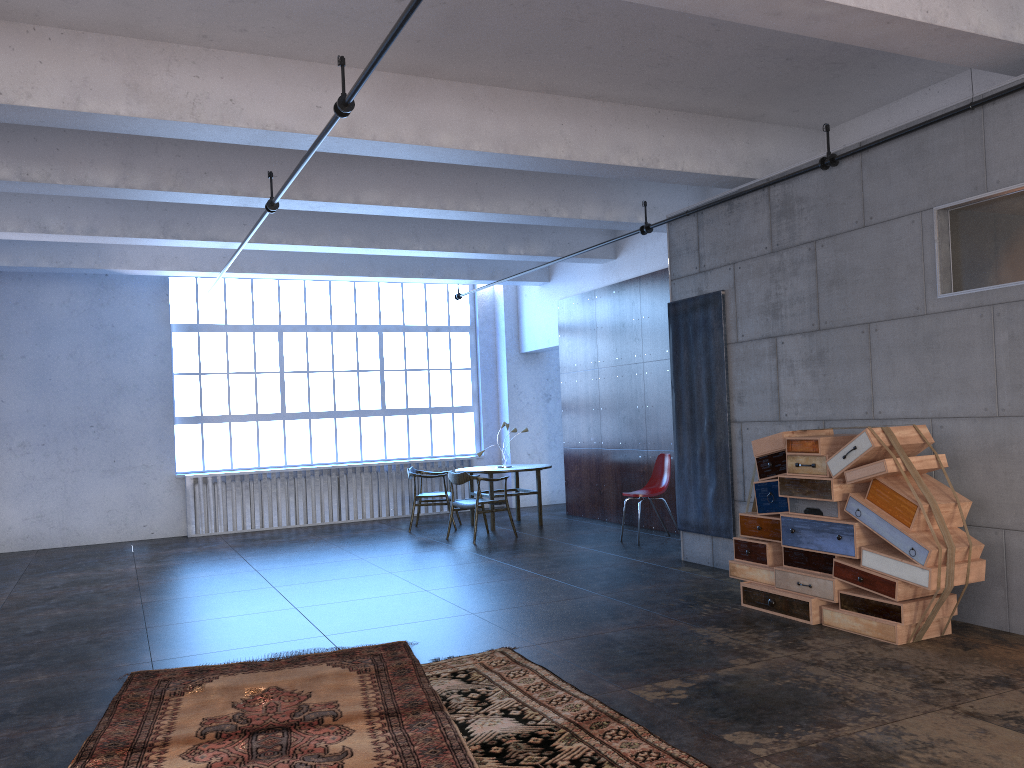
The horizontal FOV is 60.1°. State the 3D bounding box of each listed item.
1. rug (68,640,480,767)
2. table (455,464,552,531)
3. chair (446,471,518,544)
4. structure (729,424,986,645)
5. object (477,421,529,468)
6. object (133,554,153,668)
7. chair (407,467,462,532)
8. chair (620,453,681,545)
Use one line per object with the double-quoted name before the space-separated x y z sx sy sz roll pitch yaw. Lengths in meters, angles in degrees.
"rug" -1.125 1.648 4.094 1.897 0.048 3.486 -2 -2 -15
"table" -0.093 1.559 12.025 1.294 0.851 1.327 -3 -2 19
"chair" -0.394 1.477 10.837 0.687 0.864 0.713 -2 -2 -38
"structure" 2.205 0.942 6.021 0.648 1.314 1.883 -2 -2 -24
"object" -0.116 0.817 12.025 0.786 0.624 0.236 -2 -1 -23
"object" 4.410 1.494 1.969 20.065 0.001 26.776 -2 -2 -25
"chair" -1.061 1.552 12.049 0.672 0.864 0.729 -3 -1 2
"chair" 1.583 1.295 10.046 0.666 0.987 0.421 -2 -1 -25
